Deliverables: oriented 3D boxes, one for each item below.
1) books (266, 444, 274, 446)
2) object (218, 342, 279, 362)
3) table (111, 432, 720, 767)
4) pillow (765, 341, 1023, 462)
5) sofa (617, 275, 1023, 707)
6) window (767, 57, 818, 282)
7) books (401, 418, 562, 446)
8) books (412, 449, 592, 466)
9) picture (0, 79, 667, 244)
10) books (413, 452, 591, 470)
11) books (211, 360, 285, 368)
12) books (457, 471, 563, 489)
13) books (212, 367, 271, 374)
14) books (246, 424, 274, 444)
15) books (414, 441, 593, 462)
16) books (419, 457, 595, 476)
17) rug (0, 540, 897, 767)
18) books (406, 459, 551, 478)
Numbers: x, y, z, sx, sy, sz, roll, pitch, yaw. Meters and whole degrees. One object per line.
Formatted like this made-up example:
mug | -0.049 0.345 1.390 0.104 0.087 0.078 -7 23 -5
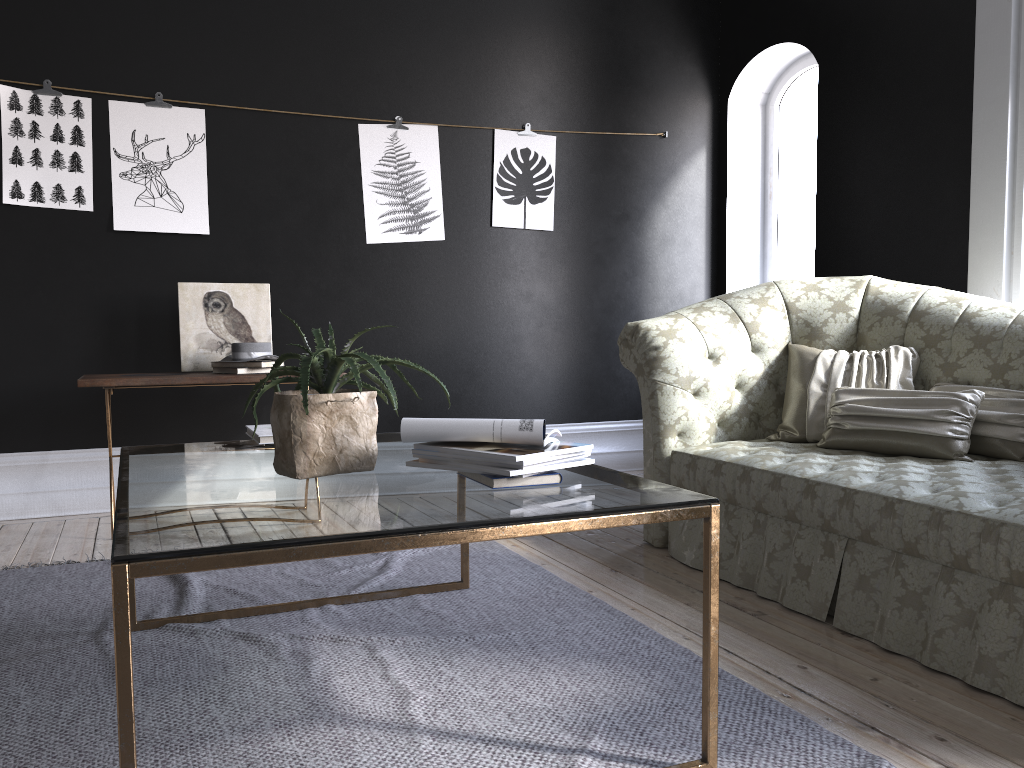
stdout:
books | -0.588 0.168 2.627 0.193 0.030 0.289 -3 4 -39
object | -1.241 -0.154 4.229 0.258 0.087 0.328 2 4 33
table | -0.376 0.484 2.212 1.092 0.559 1.447 -2 4 -23
pillow | 1.428 0.047 3.350 0.529 0.417 1.104 -2 4 -23
sofa | 1.682 0.156 2.943 1.605 1.162 2.810 -2 4 -22
window | 1.895 -1.292 5.562 0.112 1.459 0.739 -2 5 -23
books | -0.061 0.124 2.061 0.322 0.109 0.272 0 3 12
books | -0.023 0.151 2.002 0.318 0.011 0.252 2 4 38
picture | -1.056 -1.165 4.835 4.456 0.772 0.057 -2 5 -23
books | -0.024 0.160 2.021 0.318 0.011 0.252 2 4 38
books | -1.268 -0.097 4.254 0.289 0.030 0.192 1 3 18
books | -0.010 0.200 1.988 0.162 0.023 0.231 -2 4 -23
books | -1.291 -0.069 4.274 0.203 0.029 0.268 -4 4 -43
books | -0.650 0.142 2.602 0.220 0.024 0.307 -2 4 -23
books | -0.021 0.140 1.992 0.318 0.011 0.252 3 4 43
books | -0.016 0.171 2.008 0.252 0.011 0.318 -3 4 -41
rug | -0.494 0.757 2.130 2.105 0.050 3.641 -2 4 -23
books | -0.041 0.180 2.045 0.318 0.011 0.252 2 4 33
